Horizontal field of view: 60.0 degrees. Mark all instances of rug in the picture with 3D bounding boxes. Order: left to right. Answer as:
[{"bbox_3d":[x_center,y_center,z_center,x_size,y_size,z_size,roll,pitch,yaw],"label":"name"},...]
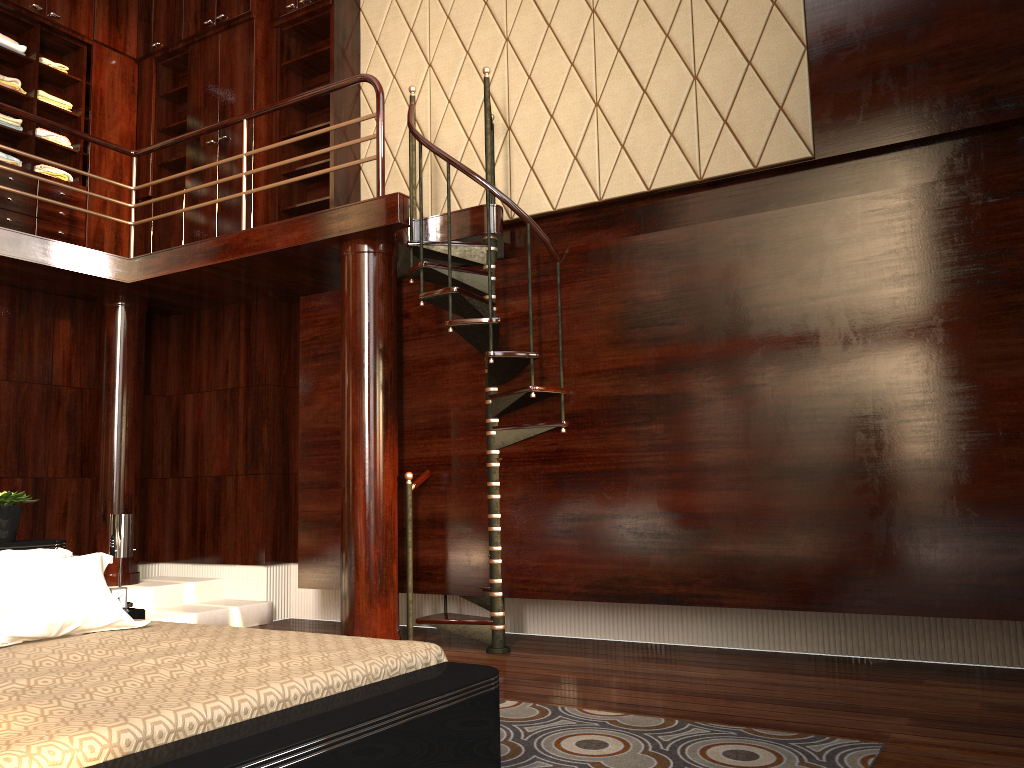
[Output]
[{"bbox_3d":[-1.193,1.142,2.475,3.735,0.006,2.910,-6,-8,31],"label":"rug"}]

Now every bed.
[{"bbox_3d":[-1.371,0.813,2.461,2.381,0.660,1.985,-6,-8,31],"label":"bed"}]

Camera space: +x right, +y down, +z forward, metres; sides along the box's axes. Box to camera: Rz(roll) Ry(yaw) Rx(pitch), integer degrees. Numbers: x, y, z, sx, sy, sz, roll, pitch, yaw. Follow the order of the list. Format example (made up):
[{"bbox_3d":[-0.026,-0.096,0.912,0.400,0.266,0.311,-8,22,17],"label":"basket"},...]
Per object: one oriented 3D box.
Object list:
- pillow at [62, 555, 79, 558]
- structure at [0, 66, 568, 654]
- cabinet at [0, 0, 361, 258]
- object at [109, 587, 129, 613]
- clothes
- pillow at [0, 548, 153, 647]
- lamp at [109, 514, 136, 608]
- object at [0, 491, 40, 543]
[{"bbox_3d":[-1.771,0.694,2.757,0.293,0.271,1.123,-6,-8,31],"label":"pillow"},{"bbox_3d":[-2.562,-0.308,3.470,3.750,3.189,6.107,-6,-8,31],"label":"structure"},{"bbox_3d":[-3.688,-2.105,4.355,2.576,2.432,6.767,-6,-8,31],"label":"cabinet"},{"bbox_3d":[-1.587,0.871,3.563,0.034,0.103,0.088,-7,-9,39],"label":"object"},{"bbox_3d":[-4.531,-2.122,4.359,0.818,0.954,4.996,-4,-8,24],"label":"clothes"},{"bbox_3d":[-1.806,0.669,2.752,0.685,0.320,1.322,-6,-9,32],"label":"pillow"},{"bbox_3d":[-1.645,0.742,3.728,0.109,0.385,0.106,-7,-9,38],"label":"lamp"},{"bbox_3d":[-2.034,0.527,3.524,0.241,0.205,0.256,-3,-7,13],"label":"object"}]
